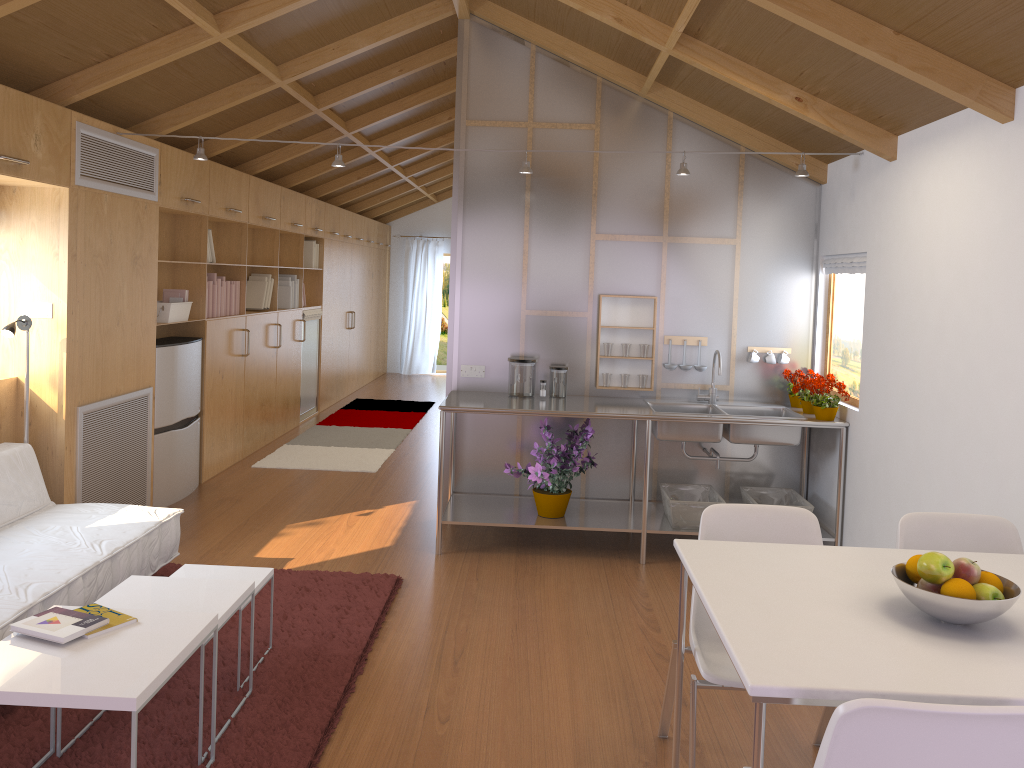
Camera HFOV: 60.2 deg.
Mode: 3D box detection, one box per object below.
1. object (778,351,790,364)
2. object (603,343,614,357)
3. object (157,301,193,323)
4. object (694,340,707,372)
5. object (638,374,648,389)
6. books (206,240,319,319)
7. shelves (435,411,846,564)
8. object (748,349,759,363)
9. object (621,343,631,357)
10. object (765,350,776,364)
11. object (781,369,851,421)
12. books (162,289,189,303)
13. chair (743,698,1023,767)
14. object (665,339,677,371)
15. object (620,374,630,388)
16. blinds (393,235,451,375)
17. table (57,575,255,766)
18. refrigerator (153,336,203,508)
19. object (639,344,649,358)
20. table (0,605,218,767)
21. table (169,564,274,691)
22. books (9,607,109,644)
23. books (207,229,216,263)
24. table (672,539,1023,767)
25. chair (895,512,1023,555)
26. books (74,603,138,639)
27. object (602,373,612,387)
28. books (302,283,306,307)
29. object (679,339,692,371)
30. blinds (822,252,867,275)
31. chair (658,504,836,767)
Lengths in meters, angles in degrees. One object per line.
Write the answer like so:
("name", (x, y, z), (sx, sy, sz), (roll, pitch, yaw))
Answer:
("object", (1.577, -0.154, 5.125), (0.059, 0.080, 0.063), (2, 4, 2))
("object", (0.558, -0.199, 5.134), (0.061, 0.076, 0.061), (3, 4, 14))
("object", (-2.162, -0.453, 5.526), (0.203, 0.122, 0.351), (2, 6, 2))
("object", (1.095, -0.162, 5.118), (0.075, 0.182, 0.075), (4, 4, 33))
("object", (0.759, -0.014, 5.135), (0.061, 0.076, 0.061), (0, 4, -24))
("books", (-2.096, -0.953, 7.491), (0.189, 0.655, 3.125), (2, 7, 2))
("shelves", (0.667, 0.521, 4.885), (2.092, 0.750, 0.635), (2, 4, 2))
("object", (1.405, -0.161, 5.130), (0.059, 0.080, 0.063), (2, 4, 2))
("object", (0.661, -0.195, 5.131), (0.061, 0.076, 0.061), (0, 4, -24))
("object", (1.499, -0.155, 5.122), (0.059, 0.081, 0.063), (3, 4, 9))
("object", (1.639, 0.048, 4.819), (0.233, 0.234, 0.692), (2, 6, 2))
("books", (-2.159, -0.509, 5.649), (0.150, 0.192, 0.089), (2, 3, 2))
("chair", (0.709, 0.891, 1.643), (0.531, 0.783, 0.549), (2, 4, 2))
("object", (0.924, -0.168, 5.123), (0.075, 0.182, 0.075), (4, 4, 33))
("object", (0.655, -0.018, 5.138), (0.061, 0.076, 0.061), (0, 4, -24))
("blinds", (-0.350, -1.119, 12.949), (2.847, 2.030, 0.234), (2, 2, 1))
("table", (-1.096, 0.876, 2.779), (0.424, 0.382, 0.461), (2, 5, 2))
("refrigerator", (-2.172, 0.220, 5.564), (0.262, 0.983, 0.716), (2, 4, 2))
("object", (0.765, -0.191, 5.128), (0.061, 0.076, 0.061), (0, 4, -24))
("table", (-1.109, 0.903, 2.317), (0.485, 0.436, 0.527), (2, 5, 2))
("table", (-1.085, 0.866, 3.181), (0.342, 0.307, 0.371), (2, 5, 2))
("books", (-1.225, 0.651, 2.395), (0.193, 0.016, 0.153), (5, 7, 21))
("books", (-2.141, -0.974, 6.030), (0.175, 0.295, 0.281), (2, 4, 2))
("table", (1.028, 0.878, 2.025), (1.209, 0.740, 0.903), (2, 5, 2))
("chair", (1.332, 0.808, 2.533), (0.531, 0.783, 0.549), (2, 4, 2))
("books", (-1.171, 0.661, 2.464), (0.193, 0.016, 0.153), (6, 8, 31))
("object", (0.551, -0.022, 5.141), (0.061, 0.076, 0.061), (3, 4, 14))
("books", (-2.079, -0.887, 8.468), (0.175, 0.295, 0.281), (2, 4, 2))
("object", (1.009, -0.165, 5.120), (0.075, 0.182, 0.075), (4, 4, 33))
("blinds", (1.789, -0.642, 4.730), (0.047, 0.110, 0.728), (2, 7, 2))
("chair", (0.737, 0.784, 2.551), (0.531, 0.783, 0.549), (2, 4, 2))
